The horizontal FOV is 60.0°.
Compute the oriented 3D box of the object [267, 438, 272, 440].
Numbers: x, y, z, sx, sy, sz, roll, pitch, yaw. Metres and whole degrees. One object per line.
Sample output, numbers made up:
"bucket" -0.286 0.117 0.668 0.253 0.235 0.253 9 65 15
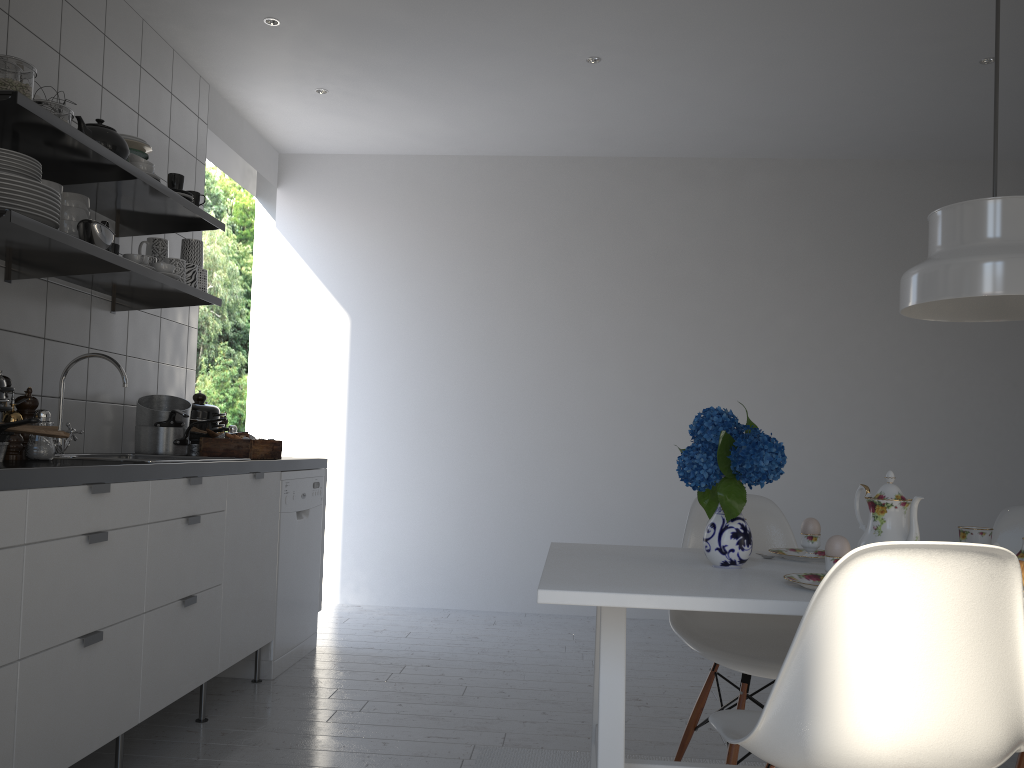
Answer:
"object" -0.987 0.251 3.599 0.042 0.062 0.069 0 -4 35

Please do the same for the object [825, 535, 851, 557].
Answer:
"object" 0.633 0.325 1.723 0.048 0.063 0.048 2 -3 8

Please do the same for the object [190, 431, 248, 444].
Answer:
"object" -1.280 0.231 3.659 0.243 0.082 0.347 6 -6 -44

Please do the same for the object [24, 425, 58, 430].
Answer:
"object" -1.253 0.103 2.083 0.336 0.021 0.065 5 -5 -32

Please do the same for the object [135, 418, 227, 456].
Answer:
"object" -1.293 0.205 3.474 0.348 0.153 0.200 3 -3 -11

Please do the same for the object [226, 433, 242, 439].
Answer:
"object" -1.026 0.240 3.435 0.030 0.093 0.217 1 -4 30

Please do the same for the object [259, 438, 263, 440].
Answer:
"object" -1.024 0.253 3.617 0.069 0.063 0.040 4 -3 -38

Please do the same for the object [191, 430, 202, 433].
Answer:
"object" -1.214 0.214 3.661 0.335 0.044 0.064 4 -4 -29

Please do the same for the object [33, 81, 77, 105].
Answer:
"object" -1.443 -0.809 2.651 0.198 0.278 0.378 3 -3 -13

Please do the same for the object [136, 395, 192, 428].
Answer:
"object" -1.335 0.119 3.386 0.203 0.168 0.371 3 -4 -18

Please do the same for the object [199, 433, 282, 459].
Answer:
"object" -1.066 0.242 3.505 0.211 0.100 0.301 2 -4 7

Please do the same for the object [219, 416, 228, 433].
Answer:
"object" -1.310 0.227 3.985 0.058 0.184 0.058 1 -3 33

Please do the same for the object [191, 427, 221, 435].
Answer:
"object" -1.223 0.208 3.674 0.334 0.060 0.059 5 -4 -38

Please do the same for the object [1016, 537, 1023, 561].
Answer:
"object" 1.175 0.386 2.007 0.065 0.102 0.069 2 -3 4

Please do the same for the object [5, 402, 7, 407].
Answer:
"object" -1.568 0.066 2.654 0.047 0.293 0.157 2 -2 4

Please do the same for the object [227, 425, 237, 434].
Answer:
"object" -1.247 0.250 3.945 0.069 0.135 0.069 3 -2 -16

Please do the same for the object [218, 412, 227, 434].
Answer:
"object" -1.296 0.217 3.904 0.058 0.192 0.081 2 -2 -7

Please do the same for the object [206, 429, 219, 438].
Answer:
"object" -1.156 0.234 3.521 0.048 0.106 0.266 2 -4 1

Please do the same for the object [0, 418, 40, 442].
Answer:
"object" -1.276 0.114 2.051 0.243 0.082 0.347 6 -6 -44

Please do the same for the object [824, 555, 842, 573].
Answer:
"object" 0.632 0.362 1.722 0.048 0.057 0.048 -1 -4 45

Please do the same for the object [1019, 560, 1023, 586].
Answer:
"object" 1.016 0.375 1.740 0.124 0.057 0.161 4 -4 -31

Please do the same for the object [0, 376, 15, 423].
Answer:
"object" -1.325 0.042 2.146 0.197 0.159 0.190 4 -4 -34

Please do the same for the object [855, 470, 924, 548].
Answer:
"object" 0.829 0.305 1.957 0.140 0.230 0.149 1 -3 22

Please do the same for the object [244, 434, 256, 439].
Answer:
"object" -1.078 0.232 3.624 0.053 0.058 0.050 2 -3 -2

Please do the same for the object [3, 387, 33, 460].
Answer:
"object" -1.291 0.101 2.296 0.058 0.192 0.081 2 -2 -7

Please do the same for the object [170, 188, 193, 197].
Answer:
"object" -1.190 -0.665 3.129 0.121 0.023 0.121 -2 -6 45

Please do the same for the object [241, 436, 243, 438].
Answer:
"object" -1.019 0.249 3.501 0.030 0.084 0.220 1 -4 30

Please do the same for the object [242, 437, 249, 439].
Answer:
"object" -1.011 0.227 3.384 0.048 0.048 0.049 1 -3 15

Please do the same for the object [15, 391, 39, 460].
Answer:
"object" -1.305 0.110 2.377 0.058 0.184 0.058 1 -3 33

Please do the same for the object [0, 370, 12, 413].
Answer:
"object" -1.370 0.055 2.322 0.061 0.282 0.124 2 -2 9

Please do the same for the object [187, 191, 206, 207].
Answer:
"object" -1.155 -0.656 3.221 0.070 0.077 0.055 4 -3 -32

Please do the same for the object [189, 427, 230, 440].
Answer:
"object" -1.279 0.218 3.672 0.356 0.080 0.246 1 -4 12

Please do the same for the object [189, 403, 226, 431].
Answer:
"object" -1.329 0.159 3.754 0.197 0.159 0.190 4 -4 -34

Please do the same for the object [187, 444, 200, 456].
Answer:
"object" -1.305 0.264 3.639 0.232 0.060 0.352 3 -4 -17

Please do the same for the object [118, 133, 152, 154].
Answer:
"object" -1.388 -0.859 3.201 0.164 0.047 0.163 5 -5 -36

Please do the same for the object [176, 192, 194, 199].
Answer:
"object" -1.190 -0.655 3.132 0.121 0.023 0.121 -1 -5 36

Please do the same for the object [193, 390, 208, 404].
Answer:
"object" -1.375 0.171 3.930 0.061 0.282 0.124 2 -2 9

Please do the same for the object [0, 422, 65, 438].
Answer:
"object" -1.219 0.092 2.066 0.334 0.060 0.059 5 -4 -38

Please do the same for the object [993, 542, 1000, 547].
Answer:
"object" 1.050 0.384 1.922 0.140 0.083 0.187 2 -4 4

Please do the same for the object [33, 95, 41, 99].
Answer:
"object" -1.464 -0.783 2.696 0.027 0.226 0.086 2 -2 -13

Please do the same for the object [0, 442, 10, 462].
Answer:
"object" -1.300 0.147 2.030 0.232 0.060 0.352 3 -4 -17

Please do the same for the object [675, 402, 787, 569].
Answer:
"object" 0.482 0.222 1.975 0.236 0.376 0.266 2 -3 6

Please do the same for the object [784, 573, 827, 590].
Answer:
"object" 0.631 0.389 1.720 0.201 0.016 0.201 1 -4 9

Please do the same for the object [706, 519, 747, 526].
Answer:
"object" 0.536 0.381 2.204 0.091 0.095 0.078 2 -3 -2

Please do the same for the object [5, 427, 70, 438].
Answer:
"object" -1.210 0.098 2.053 0.335 0.044 0.064 4 -4 -29

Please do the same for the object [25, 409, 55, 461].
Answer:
"object" -1.242 0.134 2.337 0.069 0.135 0.069 3 -2 -16

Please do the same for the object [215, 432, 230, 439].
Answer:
"object" -1.128 0.233 3.425 0.084 0.099 0.118 2 -3 -2
